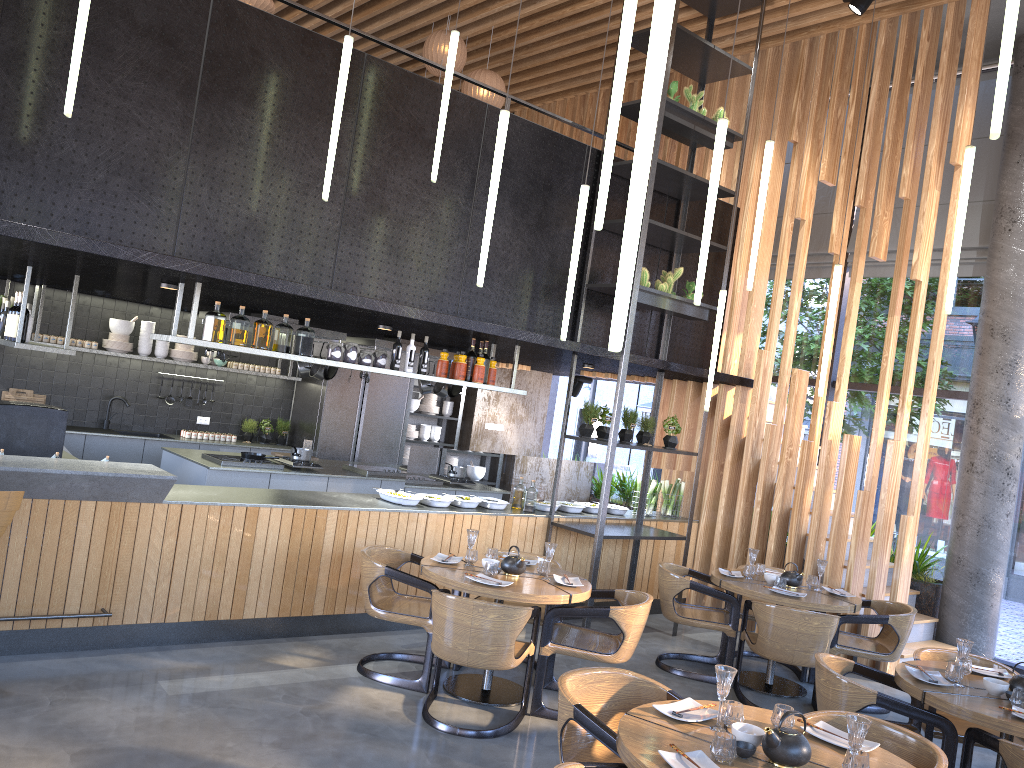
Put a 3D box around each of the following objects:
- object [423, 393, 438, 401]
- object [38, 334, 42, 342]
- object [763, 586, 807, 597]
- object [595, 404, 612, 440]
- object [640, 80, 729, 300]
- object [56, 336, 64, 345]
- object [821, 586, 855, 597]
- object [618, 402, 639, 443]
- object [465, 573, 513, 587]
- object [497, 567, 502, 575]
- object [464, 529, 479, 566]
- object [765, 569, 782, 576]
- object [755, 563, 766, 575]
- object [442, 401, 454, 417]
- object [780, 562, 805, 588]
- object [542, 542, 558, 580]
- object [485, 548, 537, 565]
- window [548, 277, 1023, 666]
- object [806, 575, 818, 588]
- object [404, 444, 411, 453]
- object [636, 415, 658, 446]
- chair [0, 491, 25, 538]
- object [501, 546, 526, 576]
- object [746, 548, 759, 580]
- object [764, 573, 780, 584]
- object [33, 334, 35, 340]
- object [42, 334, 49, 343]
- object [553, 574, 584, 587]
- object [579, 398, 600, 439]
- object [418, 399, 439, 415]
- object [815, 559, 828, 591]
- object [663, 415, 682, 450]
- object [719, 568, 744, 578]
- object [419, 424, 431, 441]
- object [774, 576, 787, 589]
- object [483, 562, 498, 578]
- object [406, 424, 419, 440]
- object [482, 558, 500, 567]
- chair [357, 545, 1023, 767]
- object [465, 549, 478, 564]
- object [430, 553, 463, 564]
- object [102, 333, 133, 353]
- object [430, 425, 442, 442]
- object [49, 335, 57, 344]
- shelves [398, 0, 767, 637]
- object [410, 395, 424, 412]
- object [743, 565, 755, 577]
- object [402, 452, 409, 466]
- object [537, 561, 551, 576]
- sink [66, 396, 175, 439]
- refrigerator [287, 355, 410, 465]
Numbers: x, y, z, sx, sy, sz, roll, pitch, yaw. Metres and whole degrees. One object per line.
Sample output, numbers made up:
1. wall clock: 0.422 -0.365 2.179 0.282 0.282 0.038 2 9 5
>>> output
1. object: -1.109 0.178 11.984 0.204 0.106 0.204 8 -1 17
2. object: -4.743 -0.468 8.877 0.062 0.078 0.062 9 -1 -34
3. object: 1.944 1.488 6.347 0.294 0.025 0.170 8 -1 31
4. object: 0.794 0.327 7.706 0.172 0.311 0.179 9 -1 -28
5. object: 1.454 -1.640 7.601 0.922 1.819 0.232 9 -1 -40
6. object: -4.589 -0.443 9.005 0.062 0.078 0.062 9 -1 -44
7. object: 2.452 1.568 6.696 0.170 0.025 0.294 8 -1 -4
8. object: 1.038 0.337 7.842 0.186 0.367 0.196 8 -1 6
9. object: -0.157 1.162 5.256 0.294 0.025 0.170 8 -1 31
10. object: -0.104 1.166 5.519 0.080 0.042 0.080 8 -1 36
11. object: -0.267 1.051 5.693 0.082 0.227 0.082 9 -1 -19
12. object: 2.121 1.527 7.131 0.294 0.025 0.170 8 -1 9
13. object: 1.967 1.472 7.033 0.086 0.086 0.086 8 -1 37
14. object: -0.877 0.339 12.103 0.143 0.214 0.149 8 -1 -11
15. object: 2.115 1.440 6.698 0.163 0.179 0.168 8 -1 12
16. object: 0.233 1.122 5.621 0.082 0.227 0.082 7 -1 44
17. object: -0.003 1.167 6.003 0.335 0.086 0.253 8 -1 9
18. window: 0.028 -1.028 4.602 12.739 5.897 12.900 9 -1 -39
19. object: 2.308 1.518 6.815 0.086 0.086 0.086 7 -1 43
20. object: -1.385 0.859 11.753 0.204 0.106 0.204 8 -1 17
21. object: 1.212 0.408 8.018 0.211 0.283 0.221 9 -1 -26
22. chair: -5.459 0.622 4.541 5.395 1.047 2.787 8 -1 28
23. object: 0.017 1.115 5.609 0.168 0.179 0.163 8 -1 16
24. object: 1.835 1.376 6.784 0.082 0.227 0.082 8 -1 -7
25. object: 1.964 1.477 6.715 0.116 0.065 0.116 8 -1 35
26. object: -4.786 -0.473 8.929 0.062 0.078 0.062 9 -1 -34
27. object: -4.690 -0.459 8.920 0.062 0.078 0.062 9 -1 -44
28. object: 0.350 1.242 5.605 0.170 0.025 0.294 8 -1 -4
29. object: 0.665 0.277 7.531 0.186 0.367 0.196 8 -1 6
30. object: -1.129 0.309 11.979 0.304 0.195 0.300 9 -1 -28
31. object: 2.334 1.448 6.712 0.082 0.227 0.082 7 -1 44
32. object: 1.423 0.423 7.928 0.172 0.311 0.179 8 -1 17
33. object: 1.685 1.458 6.841 0.170 0.025 0.294 8 -1 9
34. object: -1.176 0.654 11.963 0.143 0.214 0.149 8 -1 -11
35. object: 1.972 1.463 6.509 0.086 0.086 0.086 8 -1 10
36. object: -0.130 1.138 5.418 0.086 0.086 0.086 8 -1 14
37. object: -1.392 0.629 11.796 0.304 0.195 0.300 9 -1 -28
38. object: -0.138 1.151 5.624 0.116 0.065 0.116 8 -1 35
39. chair: -0.655 1.449 3.440 9.749 0.759 4.352 9 -1 -38
40. object: -0.263 1.124 5.776 0.086 0.086 0.086 8 -1 37
41. object: -0.416 1.133 5.751 0.170 0.025 0.294 8 -1 9
42. object: -4.182 -0.434 9.414 0.304 0.195 0.300 9 -1 -28
43. object: -1.039 0.676 12.077 0.143 0.214 0.149 8 -1 -11
44. object: -4.640 -0.451 8.962 0.062 0.078 0.062 9 -1 -44
45. shelves: 0.085 -0.825 9.753 1.247 5.690 5.494 9 -1 -29
46. object: -1.342 0.247 11.724 0.249 0.243 0.248 9 -1 -39
47. object: 1.838 1.450 6.867 0.086 0.086 0.086 8 -1 32
48. object: -1.405 0.990 11.748 0.304 0.195 0.300 9 -1 -28
49. object: 0.207 1.192 5.724 0.086 0.086 0.086 8 -1 -2
50. sink: -4.197 0.404 9.399 1.111 0.547 0.498 9 -1 -39
51. refrigerator: -2.072 0.733 10.984 1.131 2.027 0.803 9 -1 -39
